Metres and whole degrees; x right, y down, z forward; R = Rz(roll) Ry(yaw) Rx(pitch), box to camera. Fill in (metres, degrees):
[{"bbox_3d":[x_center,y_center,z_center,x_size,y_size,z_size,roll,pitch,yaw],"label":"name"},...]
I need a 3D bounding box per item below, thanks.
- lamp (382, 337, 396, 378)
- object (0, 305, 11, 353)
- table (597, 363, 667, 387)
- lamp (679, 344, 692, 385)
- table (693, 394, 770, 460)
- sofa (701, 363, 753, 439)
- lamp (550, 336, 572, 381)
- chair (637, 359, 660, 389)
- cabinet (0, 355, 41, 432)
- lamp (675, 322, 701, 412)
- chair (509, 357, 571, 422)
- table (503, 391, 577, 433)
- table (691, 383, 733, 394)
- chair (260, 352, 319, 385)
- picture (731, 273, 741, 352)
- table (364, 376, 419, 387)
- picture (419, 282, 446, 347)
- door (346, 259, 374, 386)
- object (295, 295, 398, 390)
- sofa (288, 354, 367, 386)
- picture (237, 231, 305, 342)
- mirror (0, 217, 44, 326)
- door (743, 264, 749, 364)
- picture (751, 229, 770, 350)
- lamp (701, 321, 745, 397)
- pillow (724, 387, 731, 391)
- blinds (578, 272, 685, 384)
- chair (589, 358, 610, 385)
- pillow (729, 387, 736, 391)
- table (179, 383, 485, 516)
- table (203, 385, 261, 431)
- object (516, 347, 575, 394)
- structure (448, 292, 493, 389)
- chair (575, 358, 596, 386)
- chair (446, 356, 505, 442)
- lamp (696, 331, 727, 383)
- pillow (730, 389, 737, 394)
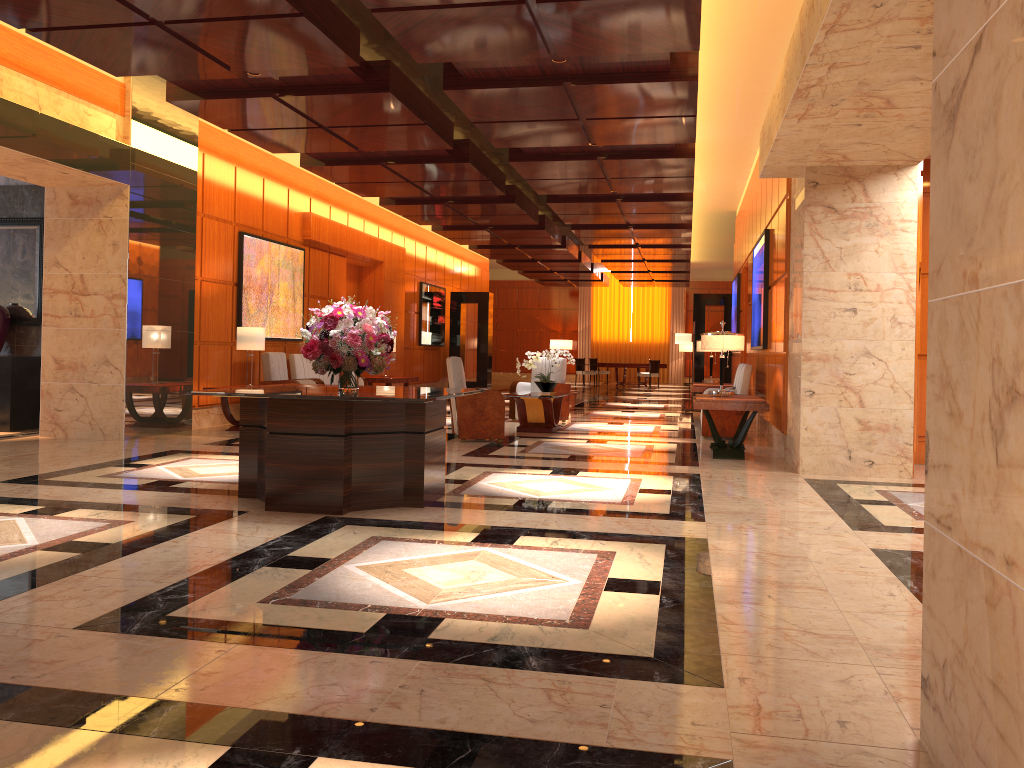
[{"bbox_3d":[0.871,-0.224,10.293,0.335,0.734,13.007,1,2,-30],"label":"lamp"},{"bbox_3d":[-6.576,-0.682,10.785,0.862,0.652,0.520,1,1,10],"label":"object"},{"bbox_3d":[3.792,-0.286,28.052,2.106,0.741,0.784,1,1,-18],"label":"table"},{"bbox_3d":[6.338,-0.803,31.469,0.810,1.661,0.811,1,0,-39],"label":"lamp"},{"bbox_3d":[2.268,0.442,9.303,0.725,0.606,1.270,1,2,11],"label":"table"},{"bbox_3d":[2.823,0.191,11.756,0.613,0.932,1.799,1,2,12],"label":"sofa"},{"bbox_3d":[1.783,-0.928,32.368,0.810,1.661,0.811,1,0,-39],"label":"lamp"},{"bbox_3d":[4.223,-0.305,27.129,0.584,0.894,0.576,1,1,-36],"label":"chair"},{"bbox_3d":[-6.703,0.080,10.677,2.190,0.868,0.784,2,1,11],"label":"cabinet"},{"bbox_3d":[3.250,-0.317,16.256,0.526,1.661,0.360,1,0,1],"label":"lamp"},{"bbox_3d":[0.431,0.078,13.216,0.738,0.961,0.628,2,1,30],"label":"chair"},{"bbox_3d":[0.360,0.374,11.706,0.722,0.496,1.560,1,2,14],"label":"table"},{"bbox_3d":[3.084,0.309,13.445,0.725,0.606,1.270,1,2,11],"label":"table"},{"bbox_3d":[-3.056,0.044,12.194,0.628,0.961,0.738,1,1,10],"label":"chair"},{"bbox_3d":[4.391,-1.363,17.422,0.056,1.452,1.997,1,1,11],"label":"picture"},{"bbox_3d":[-2.220,0.146,15.926,0.725,0.534,1.168,1,2,14],"label":"table"},{"bbox_3d":[-1.875,-1.619,21.006,0.056,1.452,1.997,1,1,11],"label":"picture"},{"bbox_3d":[-3.020,-0.950,16.555,0.340,2.651,1.500,1,0,11],"label":"door"},{"bbox_3d":[-1.138,-0.289,6.191,0.650,0.658,0.680,1,1,2],"label":"object"},{"bbox_3d":[-2.855,0.002,13.802,0.613,0.932,1.799,1,2,12],"label":"sofa"},{"bbox_3d":[-3.473,-1.359,12.901,0.056,1.452,1.997,1,1,11],"label":"picture"},{"bbox_3d":[-6.604,-1.399,11.043,1.767,1.338,0.029,1,0,11],"label":"mirror"},{"bbox_3d":[4.188,-0.753,15.152,0.340,2.651,1.538,1,0,11],"label":"door"},{"bbox_3d":[3.258,-1.178,11.672,0.056,1.452,1.997,1,1,11],"label":"picture"},{"bbox_3d":[2.241,-0.272,9.452,0.458,0.810,0.458,1,0,20],"label":"lamp"},{"bbox_3d":[2.951,0.149,12.194,0.195,0.227,0.344,1,1,16],"label":"pillow"},{"bbox_3d":[4.349,-2.089,32.515,3.853,4.065,0.149,1,0,11],"label":"blinds"},{"bbox_3d":[2.849,-0.412,29.312,0.576,0.894,0.584,2,1,39],"label":"chair"},{"bbox_3d":[2.895,0.154,11.762,0.160,0.253,0.358,1,1,8],"label":"pillow"},{"bbox_3d":[-1.154,0.414,6.170,1.600,0.745,1.601,1,2,11],"label":"table"},{"bbox_3d":[-3.189,0.303,11.010,0.725,0.534,1.168,1,2,14],"label":"table"},{"bbox_3d":[0.449,-0.184,11.814,0.788,0.617,0.417,1,1,-12],"label":"object"},{"bbox_3d":[-1.024,-1.034,22.126,0.985,2.498,0.500,1,0,11],"label":"structure"},{"bbox_3d":[2.299,-0.382,28.180,0.584,0.894,0.576,1,1,-41],"label":"chair"},{"bbox_3d":[-0.438,0.163,10.348,0.628,0.961,0.738,1,1,-10],"label":"chair"},{"bbox_3d":[3.044,-0.411,13.528,0.458,0.794,0.459,1,0,-27],"label":"lamp"},{"bbox_3d":[2.774,0.182,11.330,0.202,0.230,0.273,1,1,14],"label":"pillow"}]
